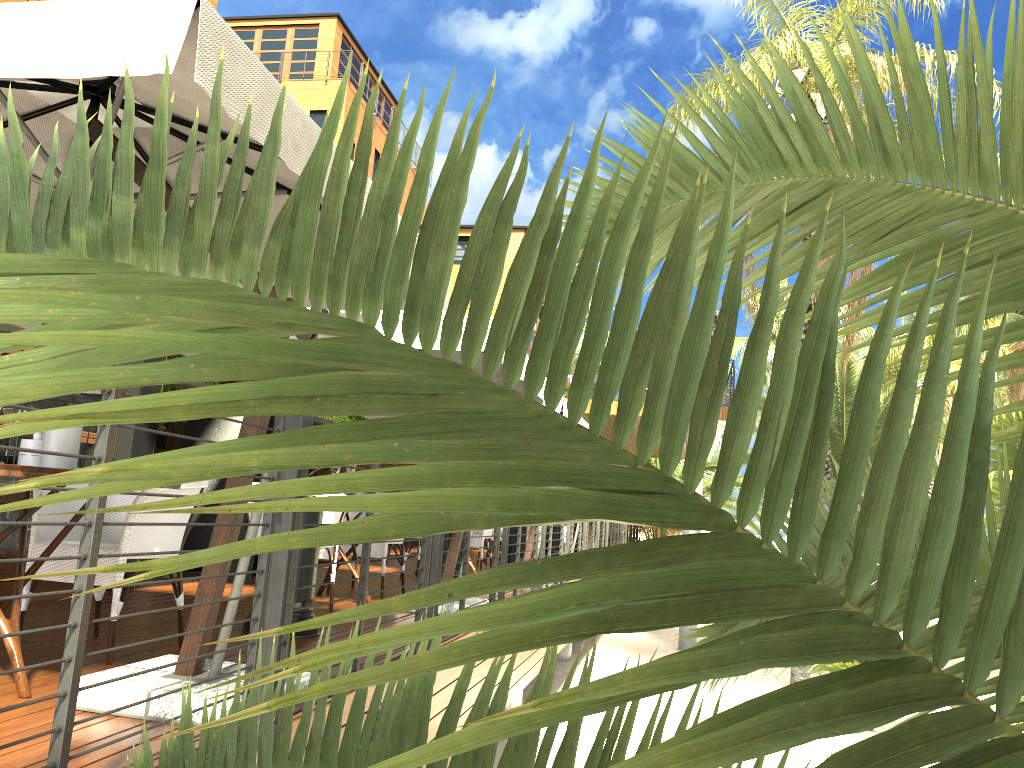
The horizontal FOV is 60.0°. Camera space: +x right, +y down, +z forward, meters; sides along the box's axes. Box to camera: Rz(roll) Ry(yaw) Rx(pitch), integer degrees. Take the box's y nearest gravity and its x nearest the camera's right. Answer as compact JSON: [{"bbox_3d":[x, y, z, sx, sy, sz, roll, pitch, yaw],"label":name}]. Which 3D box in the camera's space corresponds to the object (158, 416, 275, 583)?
[{"bbox_3d":[-2.500,0.957,7.683,0.768,1.401,0.769,5,-9,-4],"label":"object"}]

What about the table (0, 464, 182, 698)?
[{"bbox_3d":[-1.888,0.669,3.185,0.932,0.751,0.928,3,-9,11],"label":"table"}]

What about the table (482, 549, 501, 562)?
[{"bbox_3d":[-0.018,2.250,13.013,0.932,0.751,0.928,3,-9,11],"label":"table"}]

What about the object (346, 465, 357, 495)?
[{"bbox_3d":[-1.155,0.684,6.310,0.082,0.227,0.082,2,-9,12],"label":"object"}]

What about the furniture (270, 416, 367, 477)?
[{"bbox_3d":[-3.572,1.241,14.616,2.616,2.731,2.686,4,-9,2],"label":"furniture"}]

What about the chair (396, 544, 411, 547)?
[{"bbox_3d":[-2.093,2.495,15.862,0.626,0.790,0.616,10,-11,-32],"label":"chair"}]

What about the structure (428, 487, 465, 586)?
[{"bbox_3d":[-0.525,0.770,8.192,0.699,2.199,0.697,4,-9,-1],"label":"structure"}]

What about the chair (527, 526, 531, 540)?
[{"bbox_3d":[0.130,2.360,13.814,0.627,0.790,0.615,2,-9,12],"label":"chair"}]

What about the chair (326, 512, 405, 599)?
[{"bbox_3d":[-1.130,1.295,7.190,0.627,0.790,0.615,2,-9,12],"label":"chair"}]

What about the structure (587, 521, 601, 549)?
[{"bbox_3d":[0.745,2.008,16.429,2.414,2.340,2.406,3,-9,11],"label":"structure"}]

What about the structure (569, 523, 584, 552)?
[{"bbox_3d":[1.318,2.329,17.883,0.699,2.199,0.697,4,-9,-1],"label":"structure"}]

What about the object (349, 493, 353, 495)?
[{"bbox_3d":[-1.217,0.827,6.733,0.116,0.065,0.115,2,-9,15],"label":"object"}]

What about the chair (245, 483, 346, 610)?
[{"bbox_3d":[-1.440,1.052,5.692,0.627,0.790,0.615,2,-9,12],"label":"chair"}]

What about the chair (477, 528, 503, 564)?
[{"bbox_3d":[-0.180,2.117,12.316,0.627,0.790,0.615,2,-9,12],"label":"chair"}]

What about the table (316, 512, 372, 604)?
[{"bbox_3d":[-1.264,1.196,6.461,0.932,0.751,0.928,3,-9,11],"label":"table"}]

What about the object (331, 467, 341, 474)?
[{"bbox_3d":[-1.366,0.743,6.821,0.082,0.227,0.082,2,-9,12],"label":"object"}]

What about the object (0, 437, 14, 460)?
[{"bbox_3d":[-1.963,0.207,3.288,0.168,0.179,0.162,3,-9,9],"label":"object"}]

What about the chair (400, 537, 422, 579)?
[{"bbox_3d":[-0.809,1.586,9.011,0.627,0.790,0.615,2,-9,12],"label":"chair"}]

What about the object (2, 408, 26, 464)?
[{"bbox_3d":[-1.993,0.212,3.522,0.082,0.227,0.082,2,-9,12],"label":"object"}]

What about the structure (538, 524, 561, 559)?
[{"bbox_3d":[0.702,1.808,14.644,0.699,2.199,0.697,4,-9,-1],"label":"structure"}]

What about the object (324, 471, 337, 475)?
[{"bbox_3d":[-1.335,0.738,6.588,0.168,0.179,0.162,3,-9,9],"label":"object"}]

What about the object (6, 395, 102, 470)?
[{"bbox_3d":[-1.667,0.180,3.238,0.263,0.265,0.263,10,-11,-33],"label":"object"}]

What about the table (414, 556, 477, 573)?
[{"bbox_3d":[-0.641,1.723,9.737,0.932,0.751,0.928,3,-9,11],"label":"table"}]

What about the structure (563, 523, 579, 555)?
[{"bbox_3d":[0.124,1.483,13.162,2.414,2.340,2.406,3,-9,11],"label":"structure"}]

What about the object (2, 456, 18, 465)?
[{"bbox_3d":[-1.942,0.302,3.450,0.080,0.042,0.080,7,-9,-20],"label":"object"}]

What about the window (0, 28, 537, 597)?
[{"bbox_3d":[-4.439,-5.522,21.912,14.483,18.017,38.319,6,-9,-11],"label":"window"}]

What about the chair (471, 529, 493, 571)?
[{"bbox_3d":[-0.488,1.838,10.565,0.627,0.790,0.615,2,-9,12],"label":"chair"}]

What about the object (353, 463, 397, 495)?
[{"bbox_3d":[-1.039,0.711,6.537,0.263,0.265,0.263,10,-11,-33],"label":"object"}]

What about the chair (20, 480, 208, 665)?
[{"bbox_3d":[-1.747,0.773,3.944,0.627,0.790,0.615,2,-9,12],"label":"chair"}]

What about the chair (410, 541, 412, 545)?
[{"bbox_3d":[-1.742,2.683,16.969,0.616,0.790,0.626,10,-11,-32],"label":"chair"}]

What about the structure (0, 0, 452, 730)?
[{"bbox_3d":[-1.740,-0.094,3.362,2.414,2.340,2.406,3,-9,11],"label":"structure"}]

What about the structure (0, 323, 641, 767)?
[{"bbox_3d":[1.334,2.422,13.772,0.163,1.157,26.186,2,-9,11],"label":"structure"}]

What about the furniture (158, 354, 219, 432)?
[{"bbox_3d":[-4.594,0.431,9.616,2.566,2.731,2.714,8,-10,-23],"label":"furniture"}]

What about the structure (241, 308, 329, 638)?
[{"bbox_3d":[-1.150,0.242,4.904,0.699,2.199,0.697,4,-9,-1],"label":"structure"}]

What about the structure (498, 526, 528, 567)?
[{"bbox_3d":[0.088,1.289,11.413,0.699,2.199,0.697,4,-9,-1],"label":"structure"}]

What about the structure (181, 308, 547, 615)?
[{"bbox_3d":[-1.119,0.432,6.629,2.414,2.340,2.406,3,-9,11],"label":"structure"}]

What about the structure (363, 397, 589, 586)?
[{"bbox_3d":[-0.498,0.957,9.896,2.414,2.340,2.406,3,-9,11],"label":"structure"}]

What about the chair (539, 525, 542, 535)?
[{"bbox_3d":[0.449,2.649,15.621,0.627,0.790,0.615,2,-9,12],"label":"chair"}]
